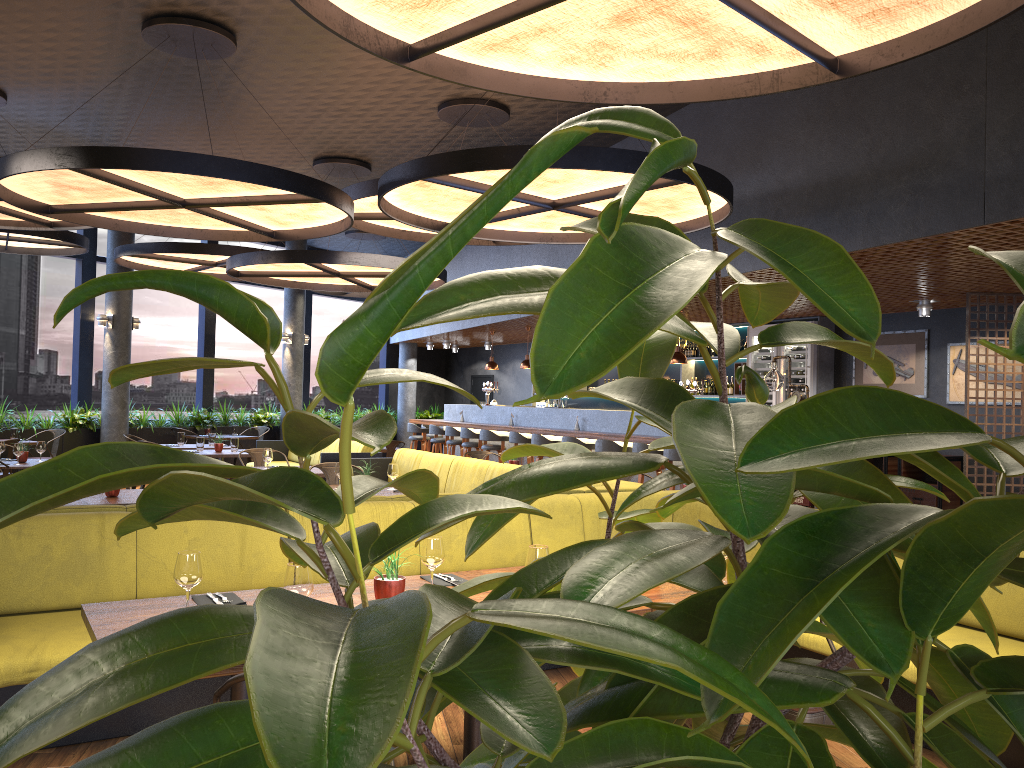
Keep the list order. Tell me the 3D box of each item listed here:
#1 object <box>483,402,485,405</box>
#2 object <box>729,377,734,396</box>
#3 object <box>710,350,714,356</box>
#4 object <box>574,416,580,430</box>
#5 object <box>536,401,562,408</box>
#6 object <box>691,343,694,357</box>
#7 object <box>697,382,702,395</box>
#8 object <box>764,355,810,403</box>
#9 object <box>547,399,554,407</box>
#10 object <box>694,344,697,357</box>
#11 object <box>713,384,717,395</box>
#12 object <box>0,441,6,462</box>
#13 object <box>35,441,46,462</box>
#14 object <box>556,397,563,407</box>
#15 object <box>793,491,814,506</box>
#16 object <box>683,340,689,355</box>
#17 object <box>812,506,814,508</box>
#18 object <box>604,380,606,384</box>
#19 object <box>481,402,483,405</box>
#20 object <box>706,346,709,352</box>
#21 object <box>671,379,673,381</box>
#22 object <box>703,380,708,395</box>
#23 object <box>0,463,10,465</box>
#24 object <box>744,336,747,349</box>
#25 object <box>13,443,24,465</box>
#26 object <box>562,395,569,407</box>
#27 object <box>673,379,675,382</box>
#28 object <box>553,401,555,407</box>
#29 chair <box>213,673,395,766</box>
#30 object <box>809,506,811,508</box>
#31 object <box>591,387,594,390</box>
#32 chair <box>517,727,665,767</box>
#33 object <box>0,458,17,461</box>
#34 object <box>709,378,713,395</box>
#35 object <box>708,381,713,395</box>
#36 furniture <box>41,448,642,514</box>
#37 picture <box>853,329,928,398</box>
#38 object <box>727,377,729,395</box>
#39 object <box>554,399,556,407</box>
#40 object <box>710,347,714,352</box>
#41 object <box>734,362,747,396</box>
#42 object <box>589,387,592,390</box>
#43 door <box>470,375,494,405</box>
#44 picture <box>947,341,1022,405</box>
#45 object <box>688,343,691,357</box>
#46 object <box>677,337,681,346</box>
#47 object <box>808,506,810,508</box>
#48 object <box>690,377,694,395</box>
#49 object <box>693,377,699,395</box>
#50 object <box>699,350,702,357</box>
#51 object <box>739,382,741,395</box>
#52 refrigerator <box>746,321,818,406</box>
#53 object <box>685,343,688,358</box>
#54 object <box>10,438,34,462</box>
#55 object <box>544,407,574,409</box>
[{"bbox_3d":[-0.537,0.367,16.732,0.042,0.059,0.042,2,-1,-33],"label":"object"},{"bbox_3d":[3.233,0.030,13.044,0.079,0.281,0.079,2,-1,-37],"label":"object"},{"bbox_3d":[3.030,-0.533,13.453,0.063,0.254,0.063,2,-1,-43],"label":"object"},{"bbox_3d":[0.939,0.561,12.715,0.069,0.203,0.114,2,-1,-41],"label":"object"},{"bbox_3d":[0.628,0.616,17.059,0.550,0.569,0.355,2,-1,-31],"label":"object"},{"bbox_3d":[2.787,-0.521,13.685,0.056,0.227,0.056,2,-1,-44],"label":"object"},{"bbox_3d":[2.871,0.068,13.546,0.097,0.206,0.097,1,-1,28],"label":"object"},{"bbox_3d":[2.835,0.175,9.153,0.263,0.944,0.566,2,-1,-38],"label":"object"},{"bbox_3d":[0.593,0.267,13.728,0.105,0.209,0.105,1,-1,4],"label":"object"},{"bbox_3d":[2.839,-0.519,13.717,0.056,0.227,0.056,2,-1,-29],"label":"object"},{"bbox_3d":[3.045,0.045,13.330,0.063,0.254,0.063,2,-1,-3],"label":"object"},{"bbox_3d":[-5.110,0.673,8.848,0.097,0.206,0.097,1,-1,11],"label":"object"},{"bbox_3d":[-4.785,0.684,9.007,0.097,0.206,0.097,1,-1,31],"label":"object"},{"bbox_3d":[0.716,0.266,13.512,0.105,0.209,0.105,1,-1,4],"label":"object"},{"bbox_3d":[3.895,1.495,11.802,0.277,0.206,0.416,2,-1,-28],"label":"object"},{"bbox_3d":[2.748,-0.569,14.003,0.084,0.330,0.084,2,-1,-24],"label":"object"},{"bbox_3d":[3.949,1.700,11.635,0.057,0.205,0.056,2,-1,-35],"label":"object"},{"bbox_3d":[1.637,0.049,15.628,0.063,0.254,0.063,1,-1,32],"label":"object"},{"bbox_3d":[-0.571,0.365,16.694,0.042,0.059,0.042,2,-1,-33],"label":"object"},{"bbox_3d":[2.950,-0.536,13.404,0.063,0.254,0.063,1,-1,32],"label":"object"},{"bbox_3d":[2.582,0.050,14.307,0.063,0.254,0.063,2,-1,-3],"label":"object"},{"bbox_3d":[2.922,0.058,13.411,0.088,0.224,0.088,1,-1,29],"label":"object"},{"bbox_3d":[-4.925,0.765,8.483,0.157,0.019,0.255,1,-1,12],"label":"object"},{"bbox_3d":[3.393,-0.548,12.806,0.079,0.281,0.079,2,-1,-22],"label":"object"},{"bbox_3d":[-4.770,0.677,8.569,0.097,0.206,0.097,2,-1,-24],"label":"object"},{"bbox_3d":[0.811,0.270,13.577,0.105,0.209,0.105,1,-1,4],"label":"object"},{"bbox_3d":[2.594,0.048,14.191,0.063,0.254,0.063,1,-1,32],"label":"object"},{"bbox_3d":[0.692,0.270,13.772,0.105,0.209,0.105,1,-1,4],"label":"object"},{"bbox_3d":[-0.497,1.077,2.258,0.504,0.917,0.541,2,-1,-30],"label":"chair"},{"bbox_3d":[3.901,1.697,11.599,0.056,0.205,0.056,2,-1,-35],"label":"object"},{"bbox_3d":[1.469,0.118,15.985,0.084,0.119,0.084,1,-1,14],"label":"object"},{"bbox_3d":[0.278,1.106,2.716,0.504,0.917,0.541,2,-1,-30],"label":"chair"},{"bbox_3d":[-5.122,0.770,9.020,0.255,0.019,0.157,1,-1,38],"label":"object"},{"bbox_3d":[2.979,0.042,13.284,0.063,0.254,0.063,2,-1,-28],"label":"object"},{"bbox_3d":[3.024,0.061,13.454,0.088,0.224,0.088,2,-1,-36],"label":"object"},{"bbox_3d":[-1.062,1.136,6.084,4.895,0.914,7.462,2,-1,-36],"label":"furniture"},{"bbox_3d":[4.637,-0.241,10.916,0.028,0.809,1.039,2,-1,-31],"label":"picture"},{"bbox_3d":[3.185,0.030,13.125,0.079,0.281,0.079,1,-1,33],"label":"object"},{"bbox_3d":[0.696,0.268,13.649,0.105,0.209,0.105,1,-1,4],"label":"object"},{"bbox_3d":[3.017,-0.512,13.300,0.097,0.206,0.097,1,-1,28],"label":"object"},{"bbox_3d":[3.366,-0.069,12.766,0.161,0.475,0.300,2,-1,-31],"label":"object"},{"bbox_3d":[1.425,0.118,16.058,0.084,0.119,0.084,1,-1,14],"label":"object"},{"bbox_3d":[-0.678,0.825,19.891,0.137,2.056,1.012,2,-1,-31],"label":"door"},{"bbox_3d":[5.294,-0.121,9.798,0.028,0.697,1.039,2,-1,-31],"label":"picture"},{"bbox_3d":[2.755,-0.521,13.738,0.056,0.227,0.056,1,-1,36],"label":"object"},{"bbox_3d":[2.627,-0.573,13.962,0.084,0.330,0.084,2,-1,-24],"label":"object"},{"bbox_3d":[3.911,1.700,11.689,0.056,0.205,0.057,1,-1,25],"label":"object"},{"bbox_3d":[2.798,0.033,13.780,0.079,0.281,0.079,2,-1,-27],"label":"object"},{"bbox_3d":[2.845,0.032,13.699,0.079,0.281,0.079,1,-1,38],"label":"object"},{"bbox_3d":[2.881,-0.536,13.505,0.063,0.254,0.063,2,-1,-33],"label":"object"},{"bbox_3d":[3.330,-0.023,12.827,0.091,0.369,0.092,1,-1,29],"label":"object"},{"bbox_3d":[3.733,0.242,12.049,0.454,2.109,1.159,2,-1,-31],"label":"refrigerator"},{"bbox_3d":[2.724,-0.521,13.790,0.056,0.227,0.056,1,-1,21],"label":"object"},{"bbox_3d":[-4.865,0.644,8.821,0.260,0.271,0.238,1,-1,8],"label":"object"},{"bbox_3d":[0.719,0.364,13.657,0.273,0.019,0.437,2,-1,-31],"label":"object"}]
